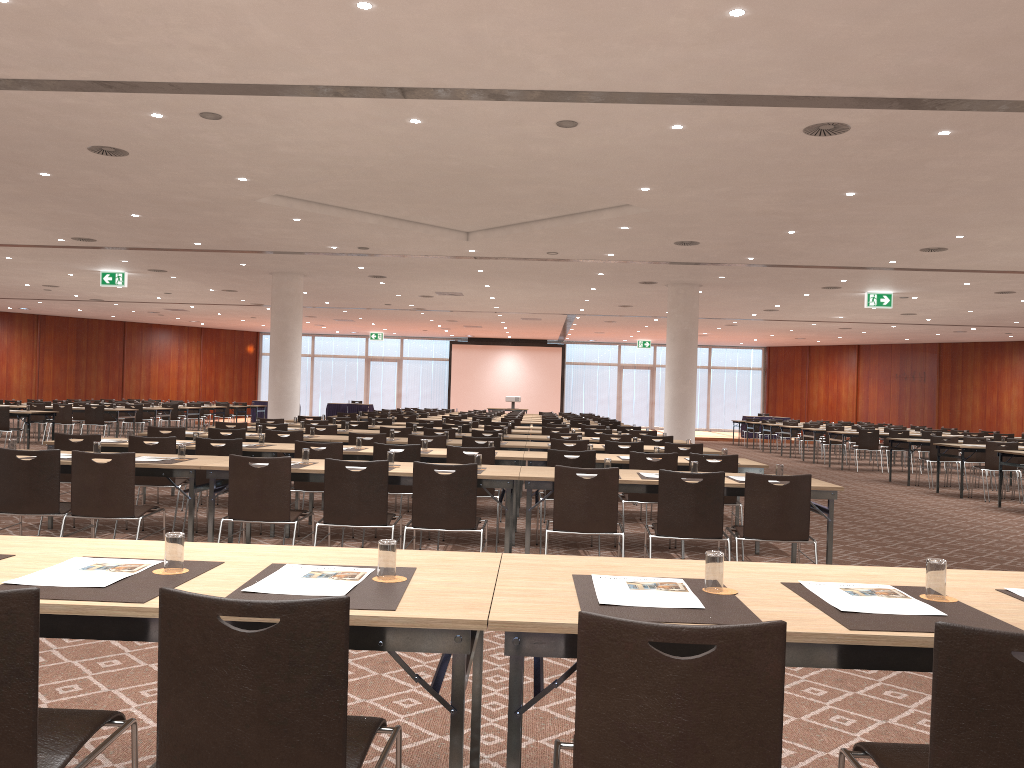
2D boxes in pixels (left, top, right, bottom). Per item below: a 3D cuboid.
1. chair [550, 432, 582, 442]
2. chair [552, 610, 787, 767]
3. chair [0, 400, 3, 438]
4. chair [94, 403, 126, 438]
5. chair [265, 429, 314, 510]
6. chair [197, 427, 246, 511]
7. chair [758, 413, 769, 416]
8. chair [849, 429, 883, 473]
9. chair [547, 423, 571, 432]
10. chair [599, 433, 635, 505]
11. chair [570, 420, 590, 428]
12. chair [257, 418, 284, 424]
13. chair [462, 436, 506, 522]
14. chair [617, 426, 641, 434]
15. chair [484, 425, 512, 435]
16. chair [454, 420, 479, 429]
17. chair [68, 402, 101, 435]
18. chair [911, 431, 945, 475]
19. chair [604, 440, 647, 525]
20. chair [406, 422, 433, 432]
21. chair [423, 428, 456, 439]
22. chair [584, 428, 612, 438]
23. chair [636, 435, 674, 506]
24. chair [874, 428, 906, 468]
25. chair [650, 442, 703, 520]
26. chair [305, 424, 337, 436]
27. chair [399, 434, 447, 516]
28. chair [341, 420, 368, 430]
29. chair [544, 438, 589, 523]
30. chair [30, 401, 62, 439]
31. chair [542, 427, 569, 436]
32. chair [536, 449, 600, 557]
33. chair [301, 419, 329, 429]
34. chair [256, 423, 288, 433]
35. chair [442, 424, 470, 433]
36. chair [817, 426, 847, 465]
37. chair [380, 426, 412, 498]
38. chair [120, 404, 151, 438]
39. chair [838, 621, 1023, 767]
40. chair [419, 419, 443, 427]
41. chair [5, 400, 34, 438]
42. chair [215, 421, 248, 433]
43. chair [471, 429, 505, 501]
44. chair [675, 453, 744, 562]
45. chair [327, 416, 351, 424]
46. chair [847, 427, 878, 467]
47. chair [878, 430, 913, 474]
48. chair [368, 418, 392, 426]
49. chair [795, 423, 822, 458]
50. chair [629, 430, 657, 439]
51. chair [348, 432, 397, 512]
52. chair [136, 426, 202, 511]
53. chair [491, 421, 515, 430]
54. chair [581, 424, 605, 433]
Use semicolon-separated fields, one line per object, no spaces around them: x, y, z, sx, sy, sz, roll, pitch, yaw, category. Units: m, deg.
0.718;1.122;12.105;0.535;0.939;0.614;2;0;1;chair
0.356;0.960;2.033;0.535;0.939;0.614;2;0;4;chair
-12.787;0.853;22.038;0.535;0.939;0.614;2;0;0;chair
-9.949;0.939;21.960;0.535;0.939;0.614;2;0;0;chair
-2.602;0.991;10.238;0.535;0.939;0.614;2;0;-1;chair
-3.235;0.971;10.213;0.535;0.939;0.614;2;0;3;chair
9.616;1.593;33.795;0.535;0.939;0.614;2;0;2;chair
7.718;1.446;19.335;0.535;0.939;0.614;2;0;4;chair
0.831;1.185;16.069;0.535;0.939;0.614;2;0;1;chair
1.384;1.143;12.129;0.535;0.939;0.614;2;0;0;chair
1.475;1.257;19.552;0.535;0.939;0.614;2;0;0;chair
-3.850;1.013;14.273;0.535;0.939;0.614;2;0;2;chair
-0.345;1.060;10.134;0.535;0.939;0.614;2;0;5;chair
2.081;1.223;16.035;0.535;0.939;0.614;2;0;-1;chair
-0.229;1.123;14.132;0.535;0.939;0.614;2;0;2;chair
-0.830;1.134;16.149;0.535;0.939;0.614;2;0;1;chair
-10.520;0.920;21.835;0.535;0.939;0.614;2;0;4;chair
9.050;1.487;19.298;0.535;0.939;0.614;2;0;1;chair
1.246;1.108;10.055;0.535;0.939;0.614;2;0;2;chair
-1.479;1.085;14.208;0.535;0.939;0.614;2;0;-1;chair
-0.997;1.070;12.194;0.535;0.939;0.614;2;0;-1;chair
1.338;1.170;14.054;0.535;0.939;0.614;2;0;-1;chair
1.946;1.159;12.072;0.535;0.939;0.614;2;0;4;chair
9.108;1.520;21.379;0.535;0.939;0.614;2;0;0;chair
1.903;1.128;10.072;0.535;0.939;0.614;2;0;-1;chair
-2.612;1.021;12.239;0.535;0.939;0.614;2;0;-1;chair
-0.958;1.040;10.116;0.535;0.939;0.614;2;0;2;chair
-2.484;1.054;14.159;0.535;0.939;0.614;2;0;4;chair
0.647;1.091;10.149;0.535;0.939;0.614;2;0;3;chair
-11.546;0.890;21.944;0.535;0.939;0.614;2;0;0;chair
0.682;1.151;14.149;0.535;0.939;0.614;2;0;3;chair
0.515;1.056;8.075;0.535;0.939;0.614;2;0;-1;chair
-3.136;1.034;14.211;0.535;0.939;0.614;2;0;0;chair
-3.267;1.000;12.180;0.535;0.939;0.614;2;0;0;chair
-0.889;1.102;14.115;0.535;0.939;0.614;2;0;2;chair
7.763;1.480;21.475;0.535;0.939;0.614;2;0;3;chair
-1.588;1.052;12.168;0.535;0.939;0.614;2;0;-1;chair
-9.243;0.959;21.800;0.535;0.939;0.614;2;0;-1;chair
1.108;0.984;2.047;0.535;0.939;0.614;2;0;1;chair
-1.467;1.115;16.132;0.535;0.939;0.614;2;0;4;chair
-12.222;0.868;21.882;0.535;0.939;0.614;2;0;4;chair
-3.836;0.983;12.230;0.535;0.939;0.614;2;0;-1;chair
-0.340;1.089;12.099;0.535;0.939;0.614;2;0;1;chair
1.807;1.096;8.116;0.535;0.939;0.614;2;0;4;chair
-3.145;1.063;16.178;0.535;0.939;0.614;2;0;0;chair
8.437;1.498;21.316;0.535;0.939;0.614;2;0;3;chair
8.398;1.468;19.398;0.535;0.939;0.614;2;0;3;chair
-2.393;1.087;16.234;0.535;0.939;0.614;2;0;3;chair
7.863;1.513;23.473;0.535;0.939;0.614;2;0;1;chair
2.049;1.192;14.069;0.535;0.939;0.614;2;0;2;chair
-1.633;1.020;10.169;0.535;0.939;0.614;2;0;4;chair
-3.921;0.950;10.197;0.535;0.939;0.614;2;0;1;chair
-0.183;1.155;16.173;0.535;0.939;0.614;2;0;-1;chair
1.449;1.204;16.087;0.535;0.939;0.614;2;0;1;chair
